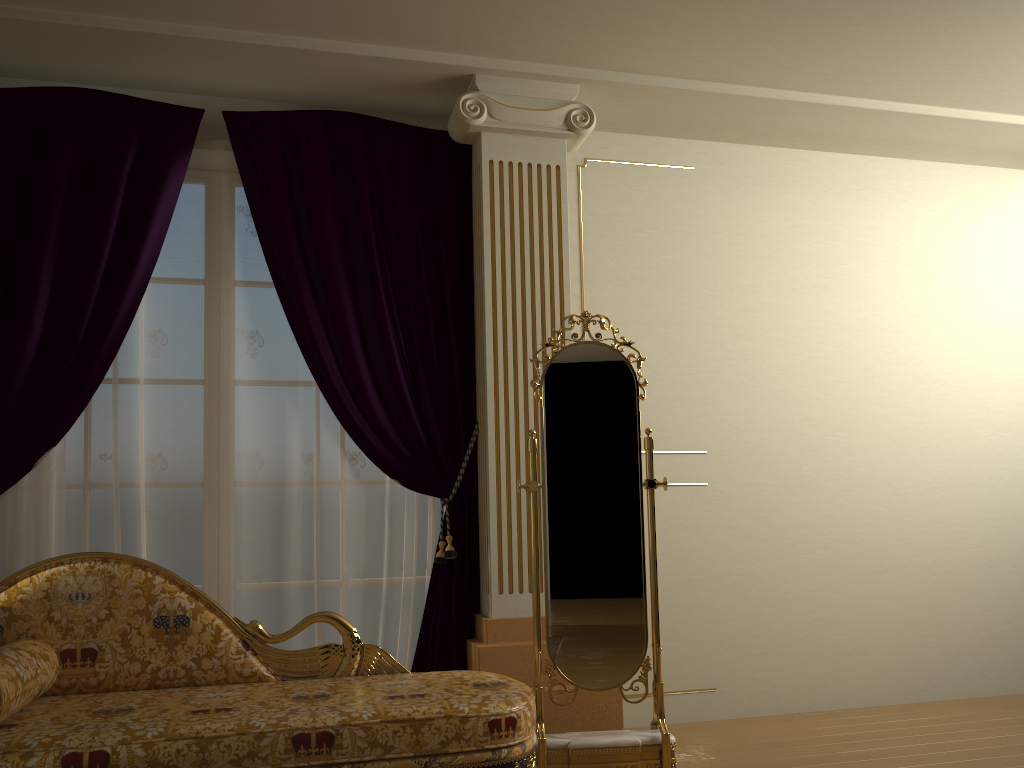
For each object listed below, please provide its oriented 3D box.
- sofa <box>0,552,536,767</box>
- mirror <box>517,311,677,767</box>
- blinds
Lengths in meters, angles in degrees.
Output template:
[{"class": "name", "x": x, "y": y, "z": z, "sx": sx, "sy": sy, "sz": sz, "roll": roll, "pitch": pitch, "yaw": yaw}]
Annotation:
[{"class": "sofa", "x": -0.863, "y": 0.914, "z": 2.537, "sx": 1.893, "sy": 0.865, "sz": 0.698, "roll": 1, "pitch": -7, "yaw": -14}, {"class": "mirror", "x": 0.295, "y": 0.569, "z": 3.180, "sx": 0.541, "sy": 1.688, "sz": 0.244, "roll": -1, "pitch": -5, "yaw": -4}, {"class": "blinds", "x": -1.189, "y": 0.185, "z": 3.525, "sx": 2.235, "sy": 2.635, "sz": 0.341, "roll": 0, "pitch": -5, "yaw": -14}]
